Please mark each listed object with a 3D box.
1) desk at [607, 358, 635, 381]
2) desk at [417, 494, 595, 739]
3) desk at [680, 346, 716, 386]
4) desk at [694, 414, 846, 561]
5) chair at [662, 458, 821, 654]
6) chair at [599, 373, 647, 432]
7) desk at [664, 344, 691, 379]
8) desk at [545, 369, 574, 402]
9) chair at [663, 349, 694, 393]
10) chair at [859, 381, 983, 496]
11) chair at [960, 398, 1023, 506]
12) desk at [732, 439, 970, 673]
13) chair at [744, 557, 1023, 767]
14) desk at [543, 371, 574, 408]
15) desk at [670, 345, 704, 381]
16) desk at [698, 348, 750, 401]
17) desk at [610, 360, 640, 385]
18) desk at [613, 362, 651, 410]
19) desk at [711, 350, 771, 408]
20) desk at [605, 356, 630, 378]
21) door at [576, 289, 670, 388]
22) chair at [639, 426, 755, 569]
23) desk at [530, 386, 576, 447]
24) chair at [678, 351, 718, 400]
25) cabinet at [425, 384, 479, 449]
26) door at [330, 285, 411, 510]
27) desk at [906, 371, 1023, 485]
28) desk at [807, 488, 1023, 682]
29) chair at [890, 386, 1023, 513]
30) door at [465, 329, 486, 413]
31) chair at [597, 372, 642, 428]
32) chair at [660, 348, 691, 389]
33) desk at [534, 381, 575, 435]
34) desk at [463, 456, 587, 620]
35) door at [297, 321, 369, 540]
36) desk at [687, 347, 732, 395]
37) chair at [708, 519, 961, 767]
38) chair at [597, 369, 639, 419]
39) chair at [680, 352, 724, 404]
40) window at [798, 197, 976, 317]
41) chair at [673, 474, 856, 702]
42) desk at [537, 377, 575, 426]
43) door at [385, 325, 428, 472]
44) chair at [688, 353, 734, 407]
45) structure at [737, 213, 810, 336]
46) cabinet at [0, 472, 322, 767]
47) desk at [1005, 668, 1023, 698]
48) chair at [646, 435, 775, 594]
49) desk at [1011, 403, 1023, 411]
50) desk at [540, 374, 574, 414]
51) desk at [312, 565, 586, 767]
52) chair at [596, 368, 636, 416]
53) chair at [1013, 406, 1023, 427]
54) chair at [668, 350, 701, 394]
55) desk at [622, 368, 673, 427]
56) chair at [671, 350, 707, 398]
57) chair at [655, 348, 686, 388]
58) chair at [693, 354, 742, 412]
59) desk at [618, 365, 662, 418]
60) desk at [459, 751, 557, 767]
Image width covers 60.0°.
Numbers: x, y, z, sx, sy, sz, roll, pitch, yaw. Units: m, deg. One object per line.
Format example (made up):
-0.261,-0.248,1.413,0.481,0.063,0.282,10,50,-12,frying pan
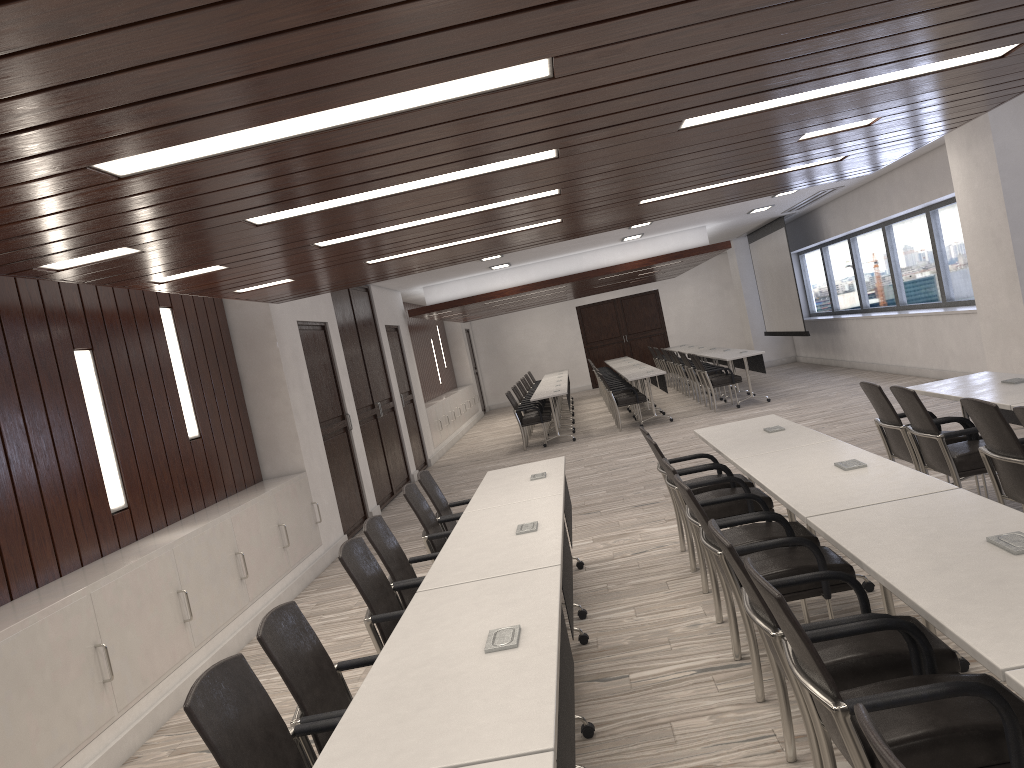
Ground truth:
2.561,-0.136,20.228,0.577,0.795,1.509,-12,2,4,desk
0.035,1.087,4.214,0.577,0.795,1.509,-12,2,4,desk
3.924,-0.354,18.596,0.577,0.795,1.509,-12,2,4,desk
1.617,0.692,5.618,0.577,0.795,1.509,-12,2,4,desk
1.149,0.771,4.382,0.638,0.939,0.513,-12,2,4,chair
1.776,0.227,13.927,0.638,0.939,0.513,-12,2,4,chair
4.120,-0.527,21.633,0.577,0.795,1.509,-12,2,4,desk
1.175,0.086,21.858,0.577,0.795,1.509,-12,2,4,desk
3.531,-0.335,18.359,0.638,0.939,0.513,-12,2,4,chair
2.708,0.381,5.789,0.638,0.939,0.513,-12,2,4,chair
2.622,0.464,4.277,0.638,0.939,0.513,-12,2,5,chair
1.519,0.778,4.101,0.577,0.795,1.509,-12,2,4,desk
1.033,0.883,2.347,0.638,0.939,0.513,-12,2,3,chair
1.077,0.172,20.341,0.577,0.795,1.509,-12,2,4,desk
4.022,-0.441,20.116,0.577,0.795,1.509,-12,2,4,desk
3.729,-0.183,15.571,0.577,0.795,1.509,-12,2,4,desk
2.462,-0.050,18.708,0.577,0.795,1.509,-12,2,4,desk
2.364,0.036,17.191,0.577,0.795,1.509,-12,2,4,desk
3.630,-0.097,14.054,0.577,0.795,1.509,-12,2,4,desk
2.659,-0.222,21.745,0.577,0.795,1.509,-12,2,4,desk
3.150,-1.253,24.686,2.329,2.323,0.200,-12,2,4,door
1.256,0.683,5.905,0.638,0.939,0.513,-12,2,3,chair
0.686,0.516,14.279,0.577,0.795,1.509,-12,2,4,desk
3.374,-0.194,15.858,0.638,0.939,0.513,-12,2,3,chair
-1.327,0.588,18.902,0.476,0.698,7.540,-12,2,4,cabinet
-1.880,0.082,11.666,0.200,2.889,2.327,-12,2,4,door
3.078,0.388,5.506,0.577,0.795,1.509,-12,2,4,desk
1.420,0.865,2.581,0.577,0.795,1.509,-12,2,4,desk
2.690,0.407,5.269,0.638,0.939,0.513,-12,2,4,chair
-1.035,-0.332,23.847,0.200,2.323,1.163,-12,2,4,door
1.798,0.200,14.458,0.638,0.939,0.513,-12,2,4,chair
3.571,-0.366,18.882,0.638,0.939,0.513,-12,2,3,chair
0.784,0.430,15.796,0.577,0.795,1.509,-12,2,4,desk
0.133,1.001,5.732,0.577,0.795,1.509,-12,2,4,desk
-1.959,0.479,9.548,0.200,2.323,1.163,-12,2,4,door
3.826,-0.268,17.079,0.577,0.795,1.509,-12,2,4,desk
1.049,0.857,2.877,0.638,0.939,0.513,-12,2,5,chair
1.876,0.141,15.444,0.638,0.939,0.513,-12,2,3,chair
3.324,-0.161,15.338,0.638,0.939,0.513,-12,2,5,chair
6.062,-1.873,14.060,0.118,1.419,10.452,-12,2,4,window
1.114,0.801,3.860,0.638,0.939,0.513,-12,2,4,chair
0.881,0.345,17.304,0.577,0.795,1.509,-12,2,4,desk
-1.684,0.238,13.803,0.200,2.323,1.163,-12,2,4,door
3.260,-0.104,14.340,0.638,0.939,0.513,-12,2,4,chair
5.202,-2.097,17.621,0.438,2.329,3.550,-12,2,4,structure
-2.256,1.404,4.521,0.476,0.698,7.540,-12,2,4,cabinet
1.322,0.951,1.064,0.577,0.795,1.509,-12,2,4,desk
1.220,0.713,5.380,0.638,0.939,0.513,-12,2,4,chair
2.980,0.474,3.989,0.577,0.795,1.509,-12,2,4,desk
0.979,0.258,18.821,0.577,0.795,1.509,-12,2,4,desk
-0.063,1.173,2.694,0.577,0.795,1.509,-12,2,4,desk
1.911,0.111,15.962,0.638,0.939,0.513,-12,2,4,chair
2.593,0.493,3.755,0.638,0.939,0.513,-12,2,4,chair
3.458,-0.276,17.369,0.638,0.939,0.513,-12,2,5,chair
2.169,0.208,14.166,0.577,0.795,1.509,-12,2,4,desk
3.422,-0.246,16.846,0.638,0.939,0.513,-12,2,5,chair
3.619,-0.419,19.879,0.638,0.939,0.513,-12,2,4,chair
3.226,-0.075,13.819,0.638,0.939,0.513,-12,2,5,chair
2.267,0.121,15.683,0.577,0.795,1.509,-12,2,4,desk
-0.161,1.259,1.177,0.577,0.795,1.509,-12,2,4,desk
